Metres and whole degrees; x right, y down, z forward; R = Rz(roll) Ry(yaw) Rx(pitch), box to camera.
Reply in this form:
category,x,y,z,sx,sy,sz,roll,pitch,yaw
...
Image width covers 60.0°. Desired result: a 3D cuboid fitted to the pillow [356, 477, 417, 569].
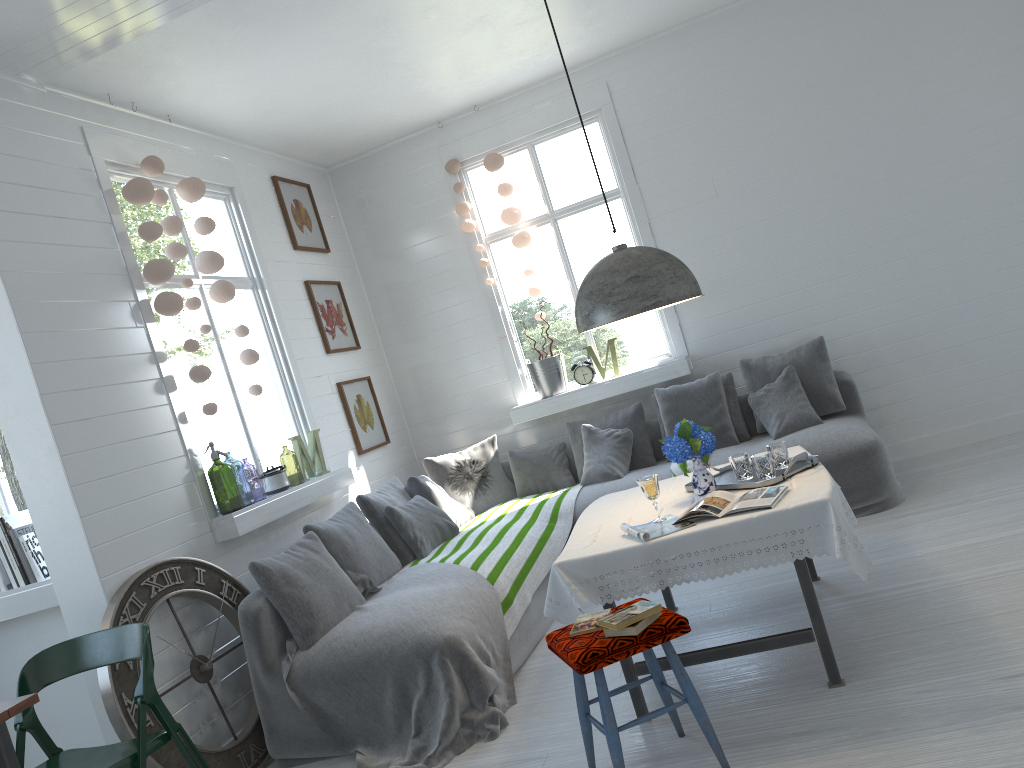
category,x,y,z,sx,sy,sz,roll,pitch,yaw
pillow,-0.757,0.935,6.039,0.279,0.561,0.637,-17,1,17

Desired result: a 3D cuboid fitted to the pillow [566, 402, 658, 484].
category,x,y,z,sx,sy,sz,roll,pitch,yaw
pillow,0.767,0.479,6.893,0.640,0.522,0.278,-17,2,16

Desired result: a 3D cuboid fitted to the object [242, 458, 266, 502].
category,x,y,z,sx,sy,sz,roll,pitch,yaw
object,-1.555,0.573,5.284,0.111,0.270,0.110,-16,2,34

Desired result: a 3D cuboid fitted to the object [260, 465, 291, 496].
category,x,y,z,sx,sy,sz,roll,pitch,yaw
object,-1.494,0.596,5.527,0.208,0.174,0.186,-17,1,-3

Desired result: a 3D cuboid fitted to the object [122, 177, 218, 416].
category,x,y,z,sx,sy,sz,roll,pitch,yaw
object,-1.938,-0.485,5.030,0.196,1.405,0.194,-18,2,-23

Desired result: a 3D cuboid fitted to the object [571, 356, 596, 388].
category,x,y,z,sx,sy,sz,roll,pitch,yaw
object,0.572,-0.100,7.122,0.182,0.250,0.075,-17,2,16

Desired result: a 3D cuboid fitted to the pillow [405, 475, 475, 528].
category,x,y,z,sx,sy,sz,roll,pitch,yaw
pillow,-0.570,0.876,6.510,0.344,0.526,0.615,-17,1,15

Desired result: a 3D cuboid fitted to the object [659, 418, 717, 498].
category,x,y,z,sx,sy,sz,roll,pitch,yaw
object,0.825,0.336,4.041,0.266,0.377,0.235,-17,2,18

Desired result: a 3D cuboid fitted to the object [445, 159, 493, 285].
category,x,y,z,sx,sy,sz,roll,pitch,yaw
object,-0.357,-1.343,7.398,0.152,1.089,0.150,-17,2,-8

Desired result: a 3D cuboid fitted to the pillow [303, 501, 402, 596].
category,x,y,z,sx,sy,sz,roll,pitch,yaw
pillow,-0.950,1.002,5.373,0.281,0.521,0.640,-17,1,17

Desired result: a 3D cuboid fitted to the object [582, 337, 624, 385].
category,x,y,z,sx,sy,sz,roll,pitch,yaw
object,0.735,-0.182,7.199,0.330,0.311,0.052,-17,2,6

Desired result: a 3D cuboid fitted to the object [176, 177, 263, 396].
category,x,y,z,sx,sy,sz,roll,pitch,yaw
object,-1.821,-0.603,5.548,0.197,1.427,0.199,-16,2,27

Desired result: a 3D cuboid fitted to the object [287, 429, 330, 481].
category,x,y,z,sx,sy,sz,roll,pitch,yaw
object,-1.373,0.486,5.993,0.052,0.311,0.329,-16,2,26

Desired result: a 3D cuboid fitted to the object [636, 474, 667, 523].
category,x,y,z,sx,sy,sz,roll,pitch,yaw
object,0.601,0.488,3.761,0.098,0.192,0.098,-16,2,36

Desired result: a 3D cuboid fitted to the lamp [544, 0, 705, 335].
category,x,y,z,sx,sy,sz,roll,pitch,yaw
lamp,0.280,-1.290,3.996,0.600,2.045,0.601,-18,2,-13

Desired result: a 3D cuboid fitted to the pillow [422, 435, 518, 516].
category,x,y,z,sx,sy,sz,roll,pitch,yaw
pillow,-0.291,0.757,7.071,0.637,0.561,0.396,-18,2,-34

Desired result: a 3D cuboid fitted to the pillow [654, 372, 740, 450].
category,x,y,z,sx,sy,sz,roll,pitch,yaw
pillow,1.364,0.251,6.565,0.510,0.573,0.295,-17,2,16

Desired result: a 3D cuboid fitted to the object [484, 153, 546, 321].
category,x,y,z,sx,sy,sz,roll,pitch,yaw
object,0.048,-1.206,7.254,0.196,1.427,0.200,-18,2,-33

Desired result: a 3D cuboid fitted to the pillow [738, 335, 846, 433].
category,x,y,z,sx,sy,sz,roll,pitch,yaw
pillow,2.041,0.007,6.492,0.640,0.561,0.278,-17,2,17

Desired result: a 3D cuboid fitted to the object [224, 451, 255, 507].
category,x,y,z,sx,sy,sz,roll,pitch,yaw
object,-1.608,0.557,5.149,0.138,0.335,0.137,-16,2,23

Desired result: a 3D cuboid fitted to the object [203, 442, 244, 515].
category,x,y,z,sx,sy,sz,roll,pitch,yaw
object,-1.640,0.524,5.010,0.136,0.416,0.136,-17,2,13

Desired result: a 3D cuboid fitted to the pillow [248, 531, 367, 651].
category,x,y,z,sx,sy,sz,roll,pitch,yaw
pillow,-1.046,1.072,4.652,0.279,0.522,0.638,-17,1,16

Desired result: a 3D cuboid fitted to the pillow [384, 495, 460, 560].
category,x,y,z,sx,sy,sz,roll,pitch,yaw
pillow,-0.632,0.956,5.932,0.278,0.445,0.527,-16,2,31

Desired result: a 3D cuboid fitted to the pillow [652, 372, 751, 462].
category,x,y,z,sx,sy,sz,roll,pitch,yaw
pillow,1.417,0.251,6.701,0.642,0.521,0.280,-17,2,17

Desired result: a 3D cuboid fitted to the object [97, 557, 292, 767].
category,x,y,z,sx,sy,sz,roll,pitch,yaw
object,-1.460,1.380,4.345,0.585,1.138,1.111,-17,1,1

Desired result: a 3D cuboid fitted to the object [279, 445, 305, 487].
category,x,y,z,sx,sy,sz,roll,pitch,yaw
object,-1.437,0.529,5.753,0.111,0.270,0.110,-16,2,34

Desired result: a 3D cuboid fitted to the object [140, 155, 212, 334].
category,x,y,z,sx,sy,sz,roll,pitch,yaw
object,-1.974,-0.812,5.235,0.150,1.089,0.153,-19,2,-38

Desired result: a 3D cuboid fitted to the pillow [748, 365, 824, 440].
category,x,y,z,sx,sy,sz,roll,pitch,yaw
pillow,1.917,0.137,6.271,0.380,0.463,0.416,-17,1,1

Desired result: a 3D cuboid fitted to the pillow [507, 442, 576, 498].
category,x,y,z,sx,sy,sz,roll,pitch,yaw
pillow,0.251,0.675,7.059,0.496,0.439,0.279,-17,2,18

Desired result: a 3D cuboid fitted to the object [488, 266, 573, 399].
category,x,y,z,sx,sy,sz,roll,pitch,yaw
object,0.202,-0.347,6.982,0.633,0.936,0.849,-18,2,-27

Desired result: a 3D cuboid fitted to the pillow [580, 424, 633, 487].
category,x,y,z,sx,sy,sz,roll,pitch,yaw
pillow,0.686,0.512,6.649,0.381,0.463,0.415,-16,2,31
